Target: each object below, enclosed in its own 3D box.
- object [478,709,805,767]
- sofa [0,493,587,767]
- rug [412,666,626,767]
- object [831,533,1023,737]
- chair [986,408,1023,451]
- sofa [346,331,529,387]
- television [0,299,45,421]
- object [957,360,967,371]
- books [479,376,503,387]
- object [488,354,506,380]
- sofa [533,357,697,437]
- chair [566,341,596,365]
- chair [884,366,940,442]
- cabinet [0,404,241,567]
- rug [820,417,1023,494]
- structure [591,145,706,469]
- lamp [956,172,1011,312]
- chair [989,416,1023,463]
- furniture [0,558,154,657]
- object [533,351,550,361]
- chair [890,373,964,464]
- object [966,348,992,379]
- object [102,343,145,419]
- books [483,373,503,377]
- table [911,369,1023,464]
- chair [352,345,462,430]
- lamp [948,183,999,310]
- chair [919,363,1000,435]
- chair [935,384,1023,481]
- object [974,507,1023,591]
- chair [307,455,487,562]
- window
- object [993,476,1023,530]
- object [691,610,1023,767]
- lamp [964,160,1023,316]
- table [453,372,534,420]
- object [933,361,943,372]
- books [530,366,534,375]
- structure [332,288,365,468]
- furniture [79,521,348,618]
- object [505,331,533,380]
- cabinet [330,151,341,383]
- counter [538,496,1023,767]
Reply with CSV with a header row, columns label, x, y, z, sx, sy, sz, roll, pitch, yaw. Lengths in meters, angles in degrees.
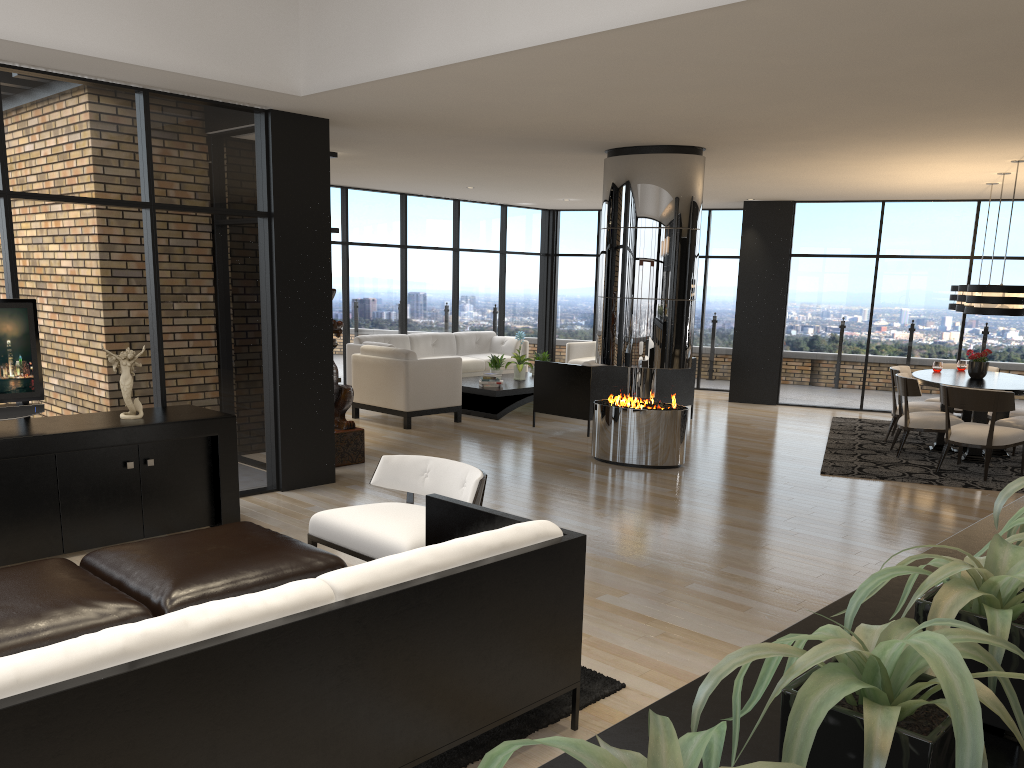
label,x,y,z,sx,sy,sz,roll,pitch,yaw
object,0.112,0.384,0.595,0.397,0.221,0.400,-2,9,-21
sofa,-0.749,0.902,2.737,0.830,0.817,2.017,10,11,43
rug,-1.488,1.210,3.397,2.459,0.012,3.012,8,9,44
object,0.598,0.327,1.177,0.406,0.221,0.392,-2,9,-21
chair,5.305,0.309,9.046,0.616,0.820,0.632,3,10,7
sofa,-0.968,-0.269,12.372,0.847,0.870,2.676,10,11,43
television,-2.994,-0.087,4.633,0.930,0.724,0.402,-3,12,-28
object,4.914,-0.201,9.642,0.095,0.108,0.094,-1,10,-13
books,-0.250,-0.033,10.657,0.307,0.128,0.220,0,8,-8
object,-0.200,-0.210,11.127,0.284,0.376,0.211,3,11,7
sofa,1.224,0.056,10.321,0.830,0.817,2.017,10,11,43
chair,1.402,-0.257,12.777,0.992,0.870,0.848,10,13,43
chair,4.327,0.238,9.437,0.613,0.820,0.635,7,12,31
cabinet,-3.018,0.637,4.764,0.615,0.753,3.018,11,11,43
rug,4.679,0.698,9.054,2.709,0.011,3.674,4,7,21
structure,1.192,-0.646,7.886,0.887,2.790,0.579,8,13,30
lamp,4.713,-1.371,8.618,0.534,1.352,0.527,6,12,20
chair,4.977,0.385,8.332,0.639,0.820,0.609,-7,13,-40
furniture,-1.864,0.983,3.201,0.820,0.491,0.821,9,11,43
object,0.394,-0.265,11.719,0.283,0.376,0.212,5,11,21
chair,4.042,0.325,8.637,0.615,0.820,0.633,4,10,14
object,4.653,-0.208,8.824,0.228,0.303,0.234,6,11,23
object,-2.303,-0.018,5.306,0.255,0.467,0.104,-9,16,-44
books,-0.231,-0.109,10.639,0.183,0.027,0.153,6,8,34
table,4.653,0.325,8.923,1.205,0.782,2.080,5,8,23
chair,-1.197,-0.008,10.116,0.992,0.870,0.848,10,13,43
lamp,5.044,-1.460,9.436,0.534,1.352,0.527,6,12,20
chair,5.025,0.202,9.894,0.637,0.820,0.611,10,13,41
chair,4.151,0.421,7.851,0.612,0.820,0.635,-7,13,-39
object,0.916,0.290,1.466,0.397,0.243,0.400,-2,9,-21
chair,-0.528,0.764,4.519,0.798,0.686,0.679,10,12,43
window,0.008,-1.530,6.212,10.075,4.866,15.721,6,8,30
object,1.218,0.265,1.741,0.406,0.243,0.392,-2,9,-21
object,0.339,0.341,0.906,0.406,0.243,0.392,-2,9,-21
lamp,4.381,-1.283,7.799,0.534,1.352,0.527,6,12,20
table,0.053,0.125,11.433,1.253,0.357,2.018,8,10,43
object,4.542,-0.184,9.420,0.095,0.108,0.094,7,11,32
books,0.372,-0.191,12.119,0.223,0.128,0.303,3,8,11
structure,-1.719,-0.111,7.713,0.724,1.621,0.513,12,15,42
furniture,-1.275,0.926,3.806,0.820,0.491,0.821,9,11,43
object,0.121,-0.367,11.380,0.355,0.642,0.364,-4,12,-27
cabinet,-2.998,-0.883,8.990,2.637,2.789,1.176,11,14,44
counter,0.801,0.482,0.981,1.169,0.032,3.093,8,9,43
